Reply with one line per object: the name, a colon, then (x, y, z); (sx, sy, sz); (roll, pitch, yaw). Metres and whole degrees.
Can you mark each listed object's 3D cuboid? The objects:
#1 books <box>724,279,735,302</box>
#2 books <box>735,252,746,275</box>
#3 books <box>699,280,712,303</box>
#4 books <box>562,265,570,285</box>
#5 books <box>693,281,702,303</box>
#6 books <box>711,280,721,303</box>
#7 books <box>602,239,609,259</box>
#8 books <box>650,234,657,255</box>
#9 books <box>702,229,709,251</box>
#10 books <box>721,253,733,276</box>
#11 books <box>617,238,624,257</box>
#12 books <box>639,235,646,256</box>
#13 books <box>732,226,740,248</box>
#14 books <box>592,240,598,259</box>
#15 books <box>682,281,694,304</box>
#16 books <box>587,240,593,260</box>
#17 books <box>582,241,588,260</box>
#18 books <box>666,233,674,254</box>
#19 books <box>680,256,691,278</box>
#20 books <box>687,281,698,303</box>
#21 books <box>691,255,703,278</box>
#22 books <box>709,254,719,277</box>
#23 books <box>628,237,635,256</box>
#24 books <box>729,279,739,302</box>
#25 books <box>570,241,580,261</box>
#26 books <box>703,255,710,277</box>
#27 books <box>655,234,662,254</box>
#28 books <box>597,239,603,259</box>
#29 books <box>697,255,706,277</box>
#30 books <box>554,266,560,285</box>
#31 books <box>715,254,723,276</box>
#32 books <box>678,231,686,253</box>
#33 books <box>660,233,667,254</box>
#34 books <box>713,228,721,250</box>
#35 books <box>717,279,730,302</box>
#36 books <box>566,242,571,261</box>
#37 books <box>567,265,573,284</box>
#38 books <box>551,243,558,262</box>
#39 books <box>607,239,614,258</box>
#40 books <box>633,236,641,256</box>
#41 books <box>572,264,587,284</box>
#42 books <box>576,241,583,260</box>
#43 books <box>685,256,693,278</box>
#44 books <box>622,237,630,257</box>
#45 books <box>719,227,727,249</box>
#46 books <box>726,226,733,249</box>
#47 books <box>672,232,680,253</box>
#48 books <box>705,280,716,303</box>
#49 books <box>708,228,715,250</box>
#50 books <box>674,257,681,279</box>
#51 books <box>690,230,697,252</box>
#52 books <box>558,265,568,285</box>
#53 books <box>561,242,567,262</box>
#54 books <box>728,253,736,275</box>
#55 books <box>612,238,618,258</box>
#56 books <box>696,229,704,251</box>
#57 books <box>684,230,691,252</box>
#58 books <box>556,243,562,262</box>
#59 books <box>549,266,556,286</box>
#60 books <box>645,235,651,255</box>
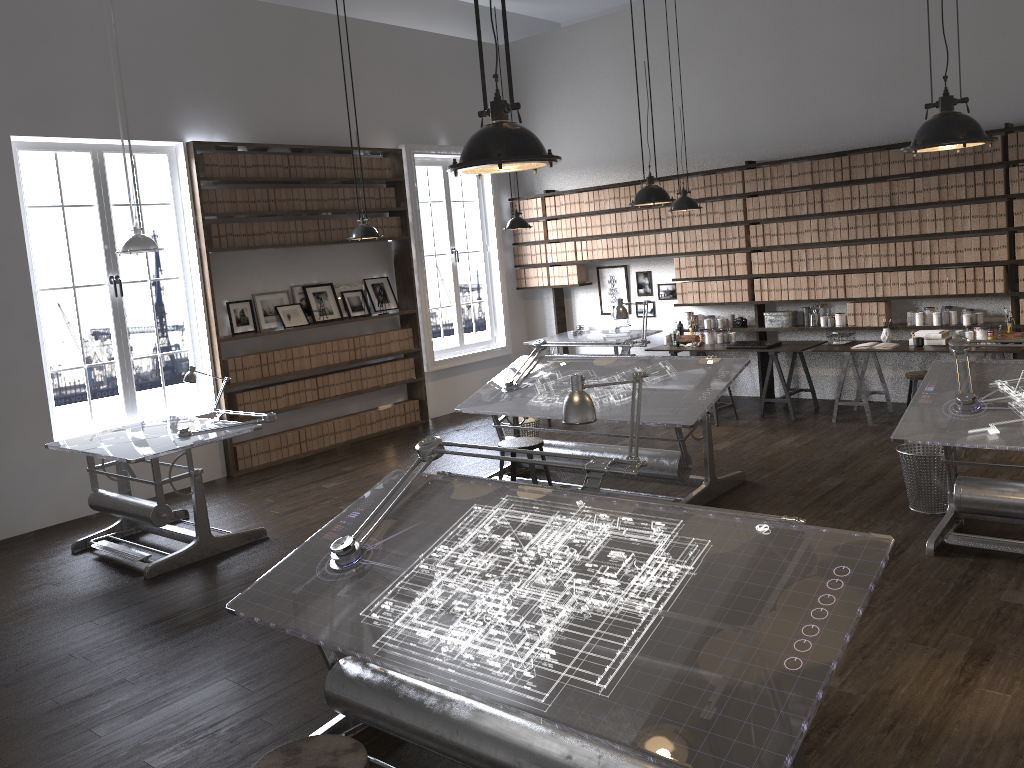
books: (2.277, -0.971, 9.214); (0.067, 0.224, 0.175); (0, 8, 41)
books: (2.365, -1.235, 9.098); (0.067, 0.224, 0.175); (0, 8, 41)
books: (2.065, -0.980, 9.403); (0.067, 0.224, 0.175); (0, 8, 41)
books: (0.684, -1.297, 10.532); (0.067, 0.224, 0.175); (0, 8, 41)
books: (2.009, -0.981, 9.446); (0.067, 0.224, 0.175); (0, 8, 41)
books: (2.170, -0.976, 9.311); (0.067, 0.224, 0.175); (0, 8, 41)
books: (1.111, -1.546, 10.119); (0.067, 0.224, 0.175); (0, 8, 41)
books: (1.590, -1.528, 9.709); (0.067, 0.224, 0.175); (0, 8, 41)
books: (2.074, -1.518, 9.298); (0.067, 0.224, 0.175); (0, 8, 41)
books: (2.249, -1.238, 9.193); (0.067, 0.224, 0.175); (0, 8, 41)
books: (1.268, -1.542, 9.993); (0.067, 0.224, 0.175); (0, 8, 41)
books: (1.489, -1.533, 9.804); (0.067, 0.224, 0.175); (0, 8, 41)
books: (2.330, -1.508, 9.076); (0.067, 0.224, 0.175); (0, 8, 41)
books: (1.008, -1.551, 10.217); (0.067, 0.224, 0.175); (0, 8, 41)
books: (1.909, -0.986, 9.537); (0.067, 0.224, 0.175); (0, 8, 41)
books: (0.953, -1.553, 10.261); (0.067, 0.224, 0.175); (0, 8, 41)
books: (0.897, -1.554, 10.304); (0.067, 0.224, 0.175); (0, 8, 41)
books: (1.744, -1.523, 9.579); (0.067, 0.224, 0.175); (0, 8, 41)
books: (1.882, -1.252, 9.510); (0.067, 0.224, 0.175); (0, 8, 41)
books: (1.955, -0.984, 9.494); (0.067, 0.224, 0.175); (0, 8, 41)
books: (1.979, -1.248, 9.423); (0.067, 0.224, 0.175); (0, 8, 41)
books: (2.139, -1.243, 9.289); (0.067, 0.224, 0.175); (0, 8, 41)
books: (1.381, -1.537, 9.896); (0.067, 0.224, 0.175); (0, 8, 41)
books: (2.328, -0.970, 9.176); (0.067, 0.224, 0.175); (0, 8, 41)
books: (0.766, -1.566, 10.413); (0.067, 0.224, 0.175); (0, 8, 41)
books: (2.087, -1.245, 9.338); (0.067, 0.224, 0.175); (0, 8, 41)
books: (1.644, -1.527, 9.669); (0.067, 0.224, 0.175); (0, 8, 41)
books: (1.058, -1.549, 10.169); (0.067, 0.224, 0.175); (0, 8, 41)
books: (2.034, -1.247, 9.384); (0.067, 0.224, 0.175); (0, 8, 41)
books: (0.588, -1.301, 10.619); (0.067, 0.224, 0.175); (0, 8, 41)
books: (2.196, -1.241, 9.246); (0.067, 0.224, 0.175); (0, 8, 41)
books: (1.859, -1.526, 9.481); (0.067, 0.224, 0.175); (0, 8, 41)
books: (1.690, -1.525, 9.627); (0.067, 0.224, 0.175); (0, 8, 41)
books: (2.170, -1.513, 9.211); (0.067, 0.224, 0.175); (0, 8, 41)
books: (2.223, -0.973, 9.261); (0.067, 0.224, 0.175); (0, 8, 41)
books: (0.720, -1.569, 10.458); (0.067, 0.224, 0.175); (0, 8, 41)
books: (0.742, -1.296, 10.492); (0.067, 0.224, 0.175); (0, 8, 41)
books: (0.557, -1.574, 10.596); (0.067, 0.224, 0.175); (0, 8, 41)
books: (1.166, -1.544, 10.072); (0.067, 0.224, 0.175); (0, 8, 41)
books: (1.432, -1.535, 9.847); (0.067, 0.224, 0.175); (0, 8, 41)
books: (0.793, -1.294, 10.445); (0.067, 0.224, 0.175); (0, 8, 41)
books: (0.836, -1.557, 10.359); (0.067, 0.224, 0.175); (0, 8, 41)
books: (1.931, -1.251, 9.470); (0.067, 0.224, 0.175); (0, 8, 41)
books: (1.321, -1.539, 9.941); (0.067, 0.224, 0.175); (0, 8, 41)
books: (2.225, -1.513, 9.172); (0.067, 0.224, 0.175); (0, 8, 41)
books: (2.279, -1.511, 9.126); (0.067, 0.224, 0.175); (0, 8, 41)
books: (1.802, -1.527, 9.526); (0.067, 0.224, 0.175); (0, 8, 41)
books: (2.119, -0.978, 9.359); (0.067, 0.224, 0.175); (0, 8, 41)
books: (2.123, -1.516, 9.258); (0.067, 0.224, 0.175); (0, 8, 41)
books: (1.826, -1.254, 9.556); (0.067, 0.224, 0.175); (0, 8, 41)
books: (1.967, -1.522, 9.392); (0.067, 0.224, 0.175); (0, 8, 41)
books: (0.636, -1.299, 10.579); (0.067, 0.224, 0.175); (0, 8, 41)
books: (0.664, -1.571, 10.507); (0.067, 0.224, 0.175); (0, 8, 41)
books: (2.309, -1.237, 9.149); (0.067, 0.224, 0.175); (0, 8, 41)
books: (1.217, -1.543, 10.034); (0.067, 0.224, 0.175); (0, 8, 41)
books: (2.017, -1.519, 9.343); (0.067, 0.224, 0.175); (0, 8, 41)
books: (1.915, -1.524, 9.439); (0.067, 0.224, 0.175); (0, 8, 41)
books: (0.613, -1.573, 10.554); (0.067, 0.224, 0.175); (0, 8, 41)
books: (0.531, -1.303, 10.664); (0.067, 0.224, 0.175); (0, 8, 41)
books: (1.543, -1.531, 9.758); (0.067, 0.224, 0.175); (0, 8, 41)
